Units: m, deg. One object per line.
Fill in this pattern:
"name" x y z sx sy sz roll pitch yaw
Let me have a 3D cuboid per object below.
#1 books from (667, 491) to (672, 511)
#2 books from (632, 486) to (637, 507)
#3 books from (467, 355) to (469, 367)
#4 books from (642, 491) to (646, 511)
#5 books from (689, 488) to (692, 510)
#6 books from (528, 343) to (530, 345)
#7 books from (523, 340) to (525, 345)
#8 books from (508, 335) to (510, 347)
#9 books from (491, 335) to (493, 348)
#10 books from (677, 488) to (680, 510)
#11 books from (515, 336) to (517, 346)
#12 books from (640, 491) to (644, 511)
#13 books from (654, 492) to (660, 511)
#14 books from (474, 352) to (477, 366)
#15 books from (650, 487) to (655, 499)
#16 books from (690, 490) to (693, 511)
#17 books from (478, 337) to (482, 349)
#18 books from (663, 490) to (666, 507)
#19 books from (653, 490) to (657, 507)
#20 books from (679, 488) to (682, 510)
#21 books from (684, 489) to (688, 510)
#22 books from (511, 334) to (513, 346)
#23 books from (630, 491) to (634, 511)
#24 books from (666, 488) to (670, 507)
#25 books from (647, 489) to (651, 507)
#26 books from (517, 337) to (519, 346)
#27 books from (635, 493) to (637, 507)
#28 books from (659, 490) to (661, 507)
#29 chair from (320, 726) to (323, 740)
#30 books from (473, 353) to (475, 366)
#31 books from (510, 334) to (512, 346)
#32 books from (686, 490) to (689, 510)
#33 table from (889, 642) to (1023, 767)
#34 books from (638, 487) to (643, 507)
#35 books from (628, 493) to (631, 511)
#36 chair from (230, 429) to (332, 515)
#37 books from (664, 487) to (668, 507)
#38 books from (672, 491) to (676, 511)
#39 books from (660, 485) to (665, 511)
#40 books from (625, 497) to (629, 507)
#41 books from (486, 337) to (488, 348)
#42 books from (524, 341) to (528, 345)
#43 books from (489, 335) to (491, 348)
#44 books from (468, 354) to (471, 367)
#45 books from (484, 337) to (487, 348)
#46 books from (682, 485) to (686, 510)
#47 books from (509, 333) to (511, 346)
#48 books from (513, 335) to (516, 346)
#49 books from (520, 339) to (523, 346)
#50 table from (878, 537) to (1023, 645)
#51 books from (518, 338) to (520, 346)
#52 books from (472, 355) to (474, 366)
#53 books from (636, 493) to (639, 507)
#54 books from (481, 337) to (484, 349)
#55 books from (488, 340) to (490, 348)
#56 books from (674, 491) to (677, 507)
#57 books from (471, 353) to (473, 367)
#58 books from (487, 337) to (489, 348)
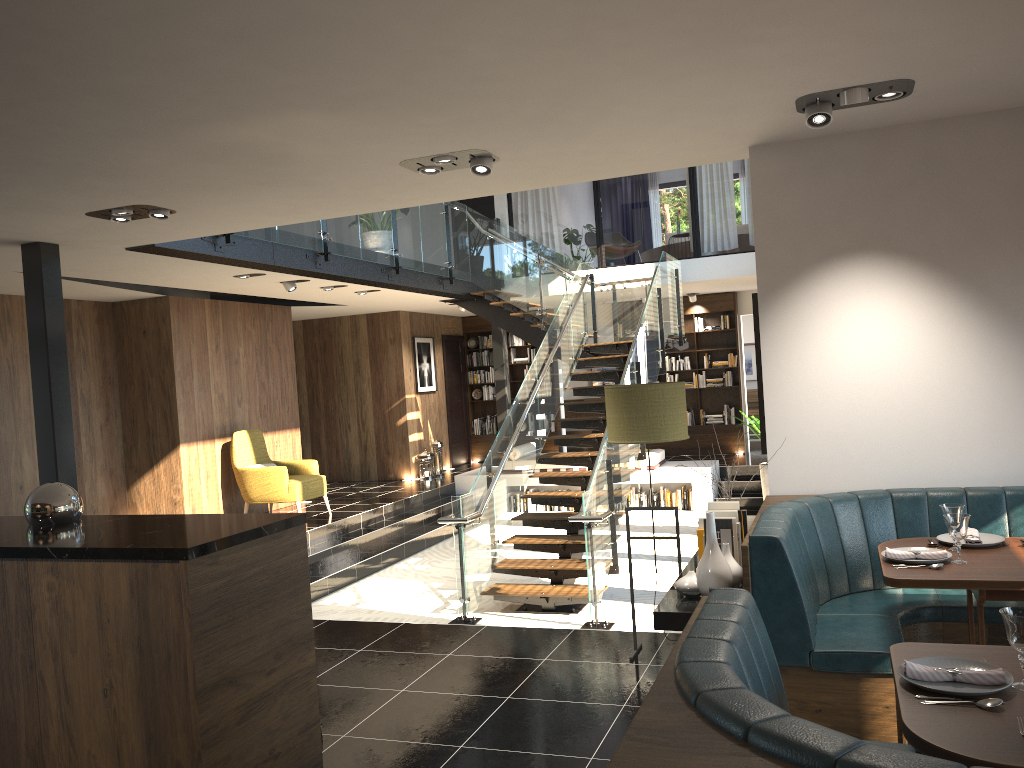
"books" 2.215 1.636 12.430 0.025 0.249 0.208 -3 1 20
"books" 1.755 1.626 12.646 0.029 0.326 0.152 -3 1 20
"books" -0.785 -0.426 16.453 0.023 0.215 0.148 -3 1 20
"books" 1.884 1.653 12.568 0.019 0.256 0.186 -3 1 20
"books" 2.492 1.599 12.365 0.043 0.287 0.147 -3 1 21
"books" 0.320 -0.827 16.048 0.064 0.247 0.209 -3 1 20
"books" 0.230 -0.809 16.084 0.042 0.223 0.163 -3 1 20
"books" -0.017 -0.783 16.136 0.021 0.204 0.224 -3 1 20
"books" -0.334 -0.781 16.229 0.025 0.239 0.220 -3 1 20
"books" 2.341 1.610 12.418 0.039 0.284 0.199 -3 1 20
"books" 0.105 -0.797 16.105 0.019 0.216 0.214 -3 1 20
"books" 1.858 1.657 12.577 0.036 0.253 0.177 -3 1 20
"books" 2.045 1.657 12.506 0.032 0.229 0.228 -3 1 20
"books" -0.637 -0.461 16.366 0.022 0.267 0.197 -3 1 20
"books" 1.992 1.618 12.543 0.027 0.312 0.189 -3 1 20
"books" 2.517 1.609 12.316 0.037 0.264 0.272 -3 1 20
"books" -0.560 -0.755 16.315 0.024 0.216 0.210 -3 1 20
"books" 2.156 1.623 12.475 0.023 0.283 0.175 -3 1 20
"books" 2.026 1.644 12.546 0.030 0.256 0.160 -3 1 20
"books" 2.365 1.608 12.389 0.028 0.285 0.210 -3 1 20
"books" 2.433 1.610 12.368 0.030 0.273 0.185 -3 1 20
"books" 0.037 -0.804 16.102 0.013 0.239 0.255 -3 1 20
"books" 1.724 1.656 12.638 0.027 0.270 0.187 -3 1 20
"books" 2.199 1.619 12.460 0.025 0.285 0.164 -3 1 20
"books" 1.954 1.630 12.573 0.066 0.294 0.142 -3 1 20
"books" 0.133 -0.795 16.113 0.027 0.207 0.203 -3 1 20
"books" 1.787 1.675 12.645 0.026 0.226 0.132 -3 1 20
"books" 2.115 1.624 12.516 0.027 0.284 0.177 -3 1 20
"chair" -1.115 1.179 3.822 0.412 0.799 0.412 -3 1 30
"books" -0.662 -0.453 16.379 0.035 0.255 0.183 -3 1 20
"books" 0.027 -0.799 16.111 0.014 0.231 0.280 -3 1 20
"books" 2.461 1.617 12.371 0.019 0.255 0.180 -3 1 20
"table" 1.731 1.070 2.019 1.538 0.661 0.822 -4 1 20
"books" 1.830 1.626 12.604 0.033 0.318 0.152 -3 1 20
"books" 1.692 1.650 12.627 0.026 0.287 0.204 -3 1 20
"chair" -2.791 1.082 10.645 1.031 1.098 0.807 -4 1 19
"books" 2.178 1.611 12.470 0.021 0.302 0.167 -3 1 20
"books" 2.281 1.633 12.407 0.024 0.246 0.211 -3 1 20
"books" 2.128 1.599 12.475 0.028 0.334 0.205 -3 1 20
"books" 1.648 1.644 12.673 0.035 0.305 0.151 -3 1 20
"books" -0.430 -0.761 16.309 0.014 0.212 0.184 -3 1 20
"books" 0.266 -0.851 16.022 0.015 0.303 0.251 -3 1 20
"books" -0.359 -0.775 16.252 0.039 0.230 0.205 -3 1 20
"books" -0.771 -0.434 16.427 0.023 0.231 0.143 -3 1 20
"books" -0.466 -0.761 16.316 0.059 0.216 0.159 -3 1 20
"books" 2.401 1.584 12.390 0.042 0.328 0.205 -3 1 20
"books" 0.012 -0.801 16.138 0.033 0.237 0.231 -3 1 20
"books" 0.071 -0.825 16.062 0.011 0.276 0.287 -3 1 20
"books" 0.190 -0.800 16.083 0.034 0.211 0.205 -3 1 20
"table" 2.313 1.018 3.531 1.538 0.661 0.822 -4 1 20
"books" 0.161 -0.778 16.100 0.034 0.171 0.158 -3 1 20
"books" -0.688 -0.426 16.391 0.025 0.204 0.192 -3 1 20
"books" 1.806 1.671 12.619 0.028 0.231 0.158 -3 1 20
"books" -0.509 -0.761 16.324 0.026 0.222 0.202 -3 1 20
"books" -0.385 -0.736 16.282 0.035 0.156 0.186 -3 1 20
"books" 2.304 1.631 12.404 0.021 0.248 0.197 -3 1 20
"books" -0.723 -0.449 16.430 0.066 0.255 0.127 -3 1 20
"books" -0.406 -0.758 16.318 0.025 0.203 0.156 -3 1 20
